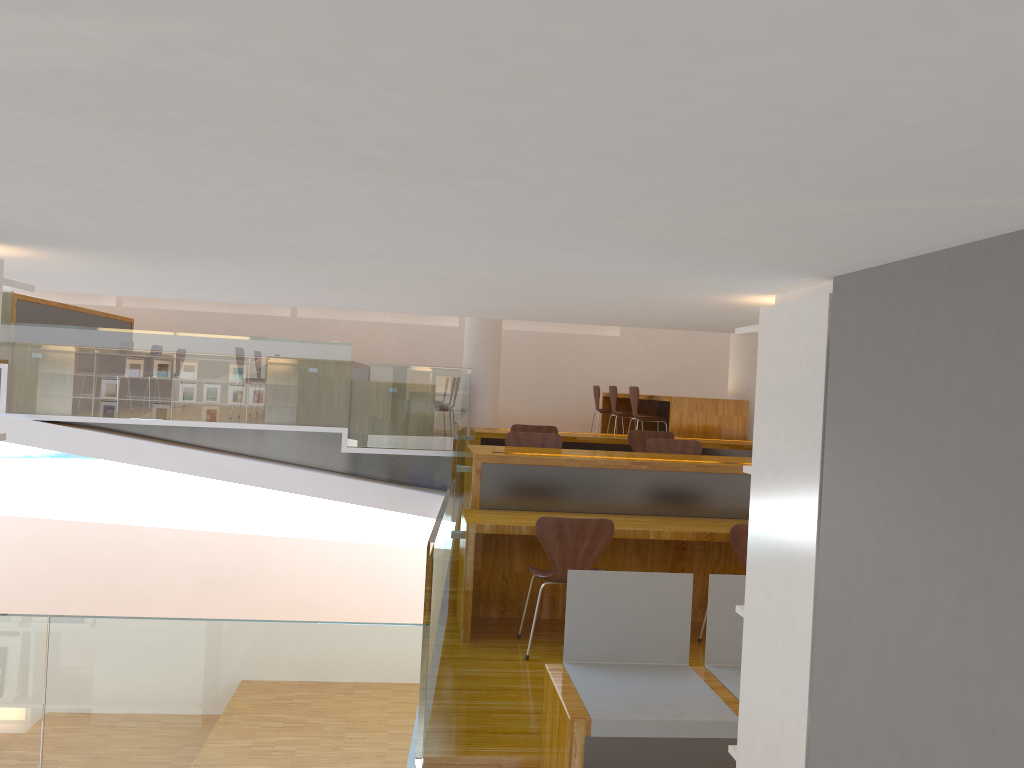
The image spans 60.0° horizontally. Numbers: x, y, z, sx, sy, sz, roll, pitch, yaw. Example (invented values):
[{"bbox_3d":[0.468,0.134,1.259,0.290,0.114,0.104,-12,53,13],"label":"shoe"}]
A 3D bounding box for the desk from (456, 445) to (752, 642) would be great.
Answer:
[{"bbox_3d":[1.301,0.938,5.314,3.236,0.918,1.285,3,0,-6],"label":"desk"}]

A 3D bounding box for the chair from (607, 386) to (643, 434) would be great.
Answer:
[{"bbox_3d":[1.285,0.375,10.003,0.381,0.693,0.428,3,0,-6],"label":"chair"}]

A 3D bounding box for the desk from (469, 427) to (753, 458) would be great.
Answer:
[{"bbox_3d":[1.218,0.784,7.968,3.185,0.606,0.760,3,0,-6],"label":"desk"}]

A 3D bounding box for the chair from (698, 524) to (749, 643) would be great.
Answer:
[{"bbox_3d":[1.239,1.043,4.572,0.428,0.693,0.381,3,0,-6],"label":"chair"}]

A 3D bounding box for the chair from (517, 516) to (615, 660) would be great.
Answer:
[{"bbox_3d":[0.274,0.992,4.469,0.428,0.693,0.381,3,0,-6],"label":"chair"}]

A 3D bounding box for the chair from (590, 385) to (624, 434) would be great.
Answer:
[{"bbox_3d":[1.205,0.374,11.119,0.381,0.693,0.428,3,0,-6],"label":"chair"}]

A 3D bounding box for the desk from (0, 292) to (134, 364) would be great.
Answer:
[{"bbox_3d":[-4.543,-0.276,9.092,1.248,1.022,3.216,3,0,-6],"label":"desk"}]

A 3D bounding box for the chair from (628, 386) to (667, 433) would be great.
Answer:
[{"bbox_3d":[1.388,0.378,9.037,0.381,0.693,0.428,3,0,-6],"label":"chair"}]

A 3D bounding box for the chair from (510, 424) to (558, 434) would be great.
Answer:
[{"bbox_3d":[0.148,0.678,7.363,0.428,0.693,0.381,3,0,-6],"label":"chair"}]

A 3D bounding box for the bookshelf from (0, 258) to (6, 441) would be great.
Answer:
[{"bbox_3d":[-2.914,0.532,1.515,3.666,1.836,0.397,3,0,-6],"label":"bookshelf"}]

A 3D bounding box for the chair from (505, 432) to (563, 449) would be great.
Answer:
[{"bbox_3d":[0.149,0.674,5.806,0.428,0.693,0.381,3,0,-6],"label":"chair"}]

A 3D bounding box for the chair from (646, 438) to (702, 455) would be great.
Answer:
[{"bbox_3d":[1.113,0.725,5.908,0.428,0.693,0.381,3,0,-6],"label":"chair"}]

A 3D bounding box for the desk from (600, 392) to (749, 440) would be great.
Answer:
[{"bbox_3d":[1.709,0.436,10.023,0.760,0.606,3.185,3,0,-6],"label":"desk"}]

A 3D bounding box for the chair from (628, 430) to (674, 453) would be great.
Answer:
[{"bbox_3d":[1.113,0.729,7.466,0.428,0.693,0.381,3,0,-6],"label":"chair"}]

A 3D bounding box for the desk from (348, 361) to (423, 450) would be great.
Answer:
[{"bbox_3d":[-1.634,0.175,9.632,1.527,0.785,3.243,3,0,-6],"label":"desk"}]

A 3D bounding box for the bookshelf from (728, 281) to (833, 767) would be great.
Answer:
[{"bbox_3d":[2.013,0.793,2.094,2.984,1.836,0.498,3,0,-6],"label":"bookshelf"}]
